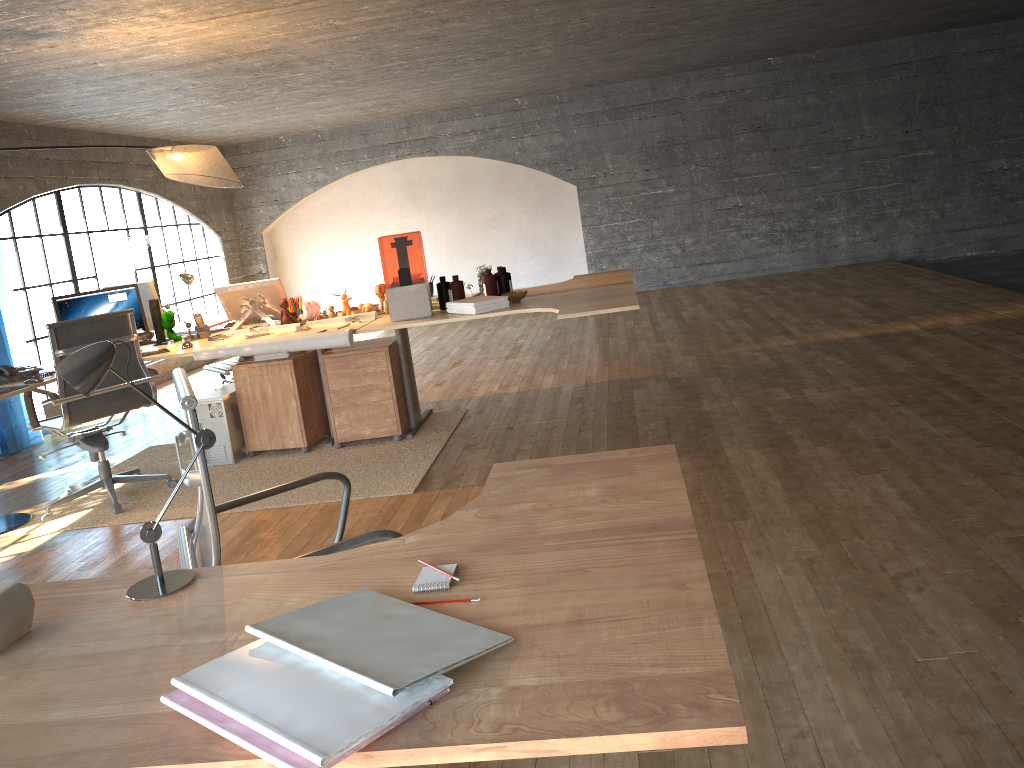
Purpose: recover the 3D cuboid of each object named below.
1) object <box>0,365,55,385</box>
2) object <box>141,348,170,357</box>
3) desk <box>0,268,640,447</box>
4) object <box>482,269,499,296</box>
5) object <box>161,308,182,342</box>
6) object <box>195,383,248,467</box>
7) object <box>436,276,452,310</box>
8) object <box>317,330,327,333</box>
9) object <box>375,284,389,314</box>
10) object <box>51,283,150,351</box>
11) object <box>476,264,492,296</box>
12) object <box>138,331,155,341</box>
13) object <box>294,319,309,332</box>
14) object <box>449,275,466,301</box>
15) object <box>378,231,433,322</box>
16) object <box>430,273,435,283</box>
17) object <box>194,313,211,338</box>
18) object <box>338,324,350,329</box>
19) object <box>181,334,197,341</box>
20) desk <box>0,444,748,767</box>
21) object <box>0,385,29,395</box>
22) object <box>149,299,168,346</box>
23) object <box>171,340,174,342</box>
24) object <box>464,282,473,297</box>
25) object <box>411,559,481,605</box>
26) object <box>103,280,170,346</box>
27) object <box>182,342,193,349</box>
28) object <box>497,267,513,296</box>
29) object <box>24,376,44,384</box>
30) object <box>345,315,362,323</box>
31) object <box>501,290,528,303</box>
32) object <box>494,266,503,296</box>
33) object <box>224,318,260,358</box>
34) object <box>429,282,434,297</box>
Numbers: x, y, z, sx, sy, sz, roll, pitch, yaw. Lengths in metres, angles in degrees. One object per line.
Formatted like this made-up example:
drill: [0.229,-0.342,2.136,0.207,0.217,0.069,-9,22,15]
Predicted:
object: [-2.569,-0.059,4.573,0.411,0.080,0.283,1,14,39]
object: [-2.144,-0.139,4.839,0.494,0.011,0.188,-14,13,-27]
desk: [-0.972,-0.001,5.200,3.463,0.730,3.310,-7,11,7]
object: [-0.122,-0.558,5.006,0.079,0.185,0.080,-5,8,25]
object: [-2.079,-0.359,5.352,0.116,0.218,0.247,-13,10,-32]
object: [-1.692,0.232,5.371,0.200,0.406,0.488,-7,9,13]
object: [-0.380,-0.514,4.975,0.079,0.185,0.080,-6,7,15]
object: [-1.021,-0.279,4.731,0.012,0.009,0.128,-5,12,21]
object: [-0.720,-0.511,5.242,0.197,0.175,0.132,-3,10,31]
object: [-2.342,-0.346,5.055,0.476,0.386,0.285,-17,11,-42]
object: [-0.150,-0.581,5.092,0.094,0.212,0.099,-8,7,6]
object: [-2.419,-0.312,5.775,0.154,0.056,0.137,-4,12,23]
object: [-1.196,-0.332,4.997,0.049,0.055,0.132,-7,11,8]
object: [-0.303,-0.512,4.911,0.079,0.185,0.080,-5,8,25]
object: [-0.580,-0.596,4.839,0.222,0.453,0.273,-9,7,-2]
object: [-0.488,-0.598,5.158,0.151,0.101,0.077,-1,11,37]
object: [-1.886,-0.355,5.348,0.082,0.157,0.085,-9,7,-3]
object: [-0.921,-0.314,4.833,0.008,0.007,0.149,-6,12,17]
object: [-1.989,-0.289,5.428,0.131,0.025,0.134,-7,11,8]
desk: [-1.346,0.725,1.880,3.501,0.730,1.661,-7,11,8]
object: [-2.458,0.068,4.044,0.186,0.011,0.498,-7,11,8]
object: [-2.143,-0.372,5.320,0.086,0.275,0.085,-13,8,-36]
object: [-2.070,-0.271,5.437,0.011,0.011,0.161,-8,11,5]
object: [-0.248,-0.537,5.168,0.037,0.119,0.075,-10,8,-18]
object: [-0.094,0.282,1.285,0.127,0.013,0.144,-6,11,11]
object: [-2.333,-0.435,5.489,0.468,0.386,0.290,-2,10,32]
object: [-1.822,-0.219,4.948,0.059,0.033,0.102,-11,11,-17]
object: [-0.040,-0.570,5.007,0.079,0.185,0.080,-6,7,15]
object: [-2.368,-0.023,4.373,0.100,0.033,0.060,-5,11,17]
object: [-0.895,-0.364,4.976,0.134,0.042,0.022,2,13,44]
object: [0.017,-0.472,4.822,0.147,0.054,0.148,-11,11,-16]
object: [-0.058,-0.587,5.105,0.079,0.185,0.080,-6,7,15]
object: [-1.832,-0.319,6.126,0.303,0.239,0.367,-16,13,-41]
object: [-0.493,-0.548,5.145,0.077,0.081,0.077,-10,9,-13]
